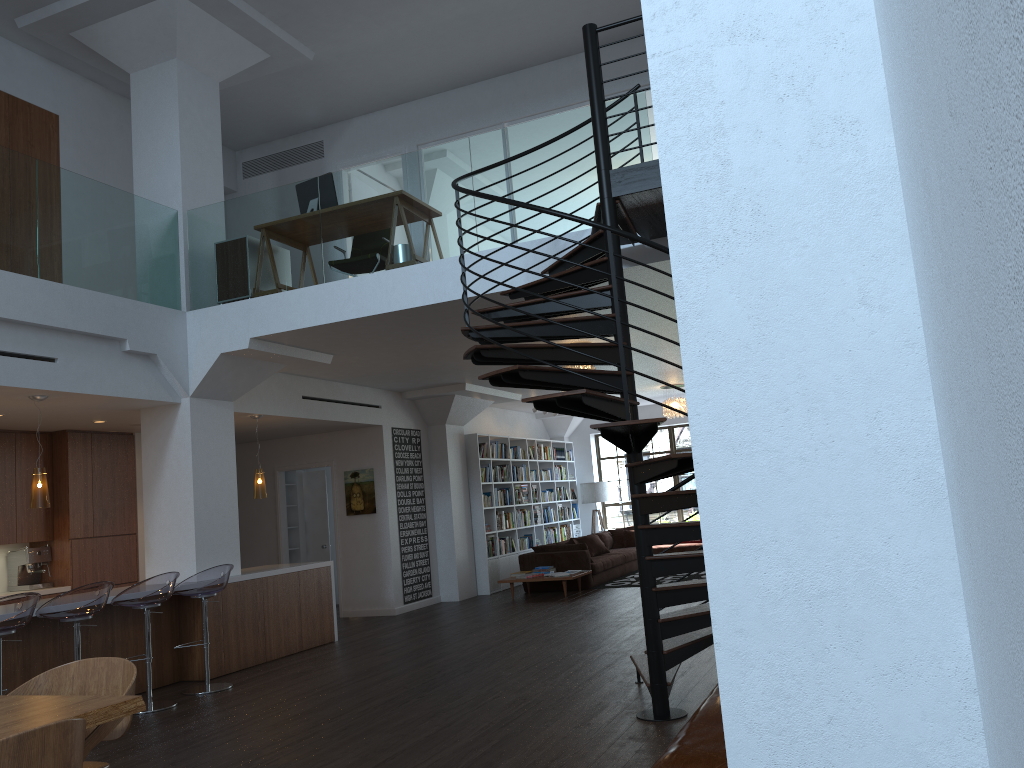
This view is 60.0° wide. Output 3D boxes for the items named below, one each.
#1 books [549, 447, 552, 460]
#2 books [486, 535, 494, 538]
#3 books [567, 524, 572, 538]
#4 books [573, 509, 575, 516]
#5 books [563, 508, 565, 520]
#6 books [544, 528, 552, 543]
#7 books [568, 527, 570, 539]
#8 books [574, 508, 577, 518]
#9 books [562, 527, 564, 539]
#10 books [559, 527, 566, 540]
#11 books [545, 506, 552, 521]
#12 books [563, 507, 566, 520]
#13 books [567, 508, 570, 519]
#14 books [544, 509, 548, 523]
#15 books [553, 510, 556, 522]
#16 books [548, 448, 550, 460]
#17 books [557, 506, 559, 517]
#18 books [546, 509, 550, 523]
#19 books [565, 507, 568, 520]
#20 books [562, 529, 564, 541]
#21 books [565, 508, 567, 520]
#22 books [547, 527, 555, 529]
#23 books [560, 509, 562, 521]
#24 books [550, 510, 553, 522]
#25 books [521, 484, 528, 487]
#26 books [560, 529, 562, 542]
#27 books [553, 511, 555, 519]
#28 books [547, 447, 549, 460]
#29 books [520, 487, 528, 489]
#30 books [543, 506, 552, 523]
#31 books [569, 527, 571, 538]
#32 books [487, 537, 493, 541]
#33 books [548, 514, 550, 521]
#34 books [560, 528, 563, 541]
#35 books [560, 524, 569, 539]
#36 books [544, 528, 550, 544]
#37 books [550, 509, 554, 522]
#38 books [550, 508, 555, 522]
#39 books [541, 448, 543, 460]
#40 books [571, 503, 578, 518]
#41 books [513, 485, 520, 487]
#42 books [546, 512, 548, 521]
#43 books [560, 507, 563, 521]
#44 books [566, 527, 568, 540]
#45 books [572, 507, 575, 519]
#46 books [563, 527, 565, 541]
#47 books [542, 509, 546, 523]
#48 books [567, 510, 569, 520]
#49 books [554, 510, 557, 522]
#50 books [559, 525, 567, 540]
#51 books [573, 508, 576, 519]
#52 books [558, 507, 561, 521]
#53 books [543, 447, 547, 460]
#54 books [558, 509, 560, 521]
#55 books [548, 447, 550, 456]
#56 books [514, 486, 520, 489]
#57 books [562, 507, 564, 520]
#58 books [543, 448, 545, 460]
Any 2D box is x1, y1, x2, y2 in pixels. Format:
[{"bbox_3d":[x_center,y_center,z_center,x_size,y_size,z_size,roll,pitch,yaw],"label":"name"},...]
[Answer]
[{"bbox_3d":[0.636,1.301,16.467,0.183,0.253,0.034,-8,-8,22],"label":"books"},{"bbox_3d":[-0.402,2.332,13.551,0.223,0.027,0.161,-10,-9,31],"label":"books"},{"bbox_3d":[1.059,2.835,16.987,0.176,0.290,0.053,-8,-8,22],"label":"books"},{"bbox_3d":[1.135,2.519,17.256,0.161,0.218,0.101,-8,-8,22],"label":"books"},{"bbox_3d":[0.897,2.465,16.753,0.168,0.231,0.045,-8,-8,22],"label":"books"},{"bbox_3d":[0.615,2.730,15.915,0.176,0.290,0.053,-8,-8,21],"label":"books"},{"bbox_3d":[1.010,2.848,16.865,0.159,0.241,0.038,-8,-8,22],"label":"books"},{"bbox_3d":[1.169,2.532,17.337,0.161,0.213,0.146,-8,-8,22],"label":"books"},{"bbox_3d":[0.870,2.808,16.525,0.183,0.253,0.036,-8,-8,22],"label":"books"},{"bbox_3d":[0.916,2.817,16.624,0.183,0.253,0.037,-8,-8,22],"label":"books"},{"bbox_3d":[0.619,2.366,16.062,0.176,0.293,0.125,-8,-8,22],"label":"books"},{"bbox_3d":[0.928,2.456,16.787,0.183,0.253,0.042,-8,-8,22],"label":"books"},{"bbox_3d":[1.016,2.489,16.991,0.168,0.228,0.139,-8,-8,22],"label":"books"},{"bbox_3d":[0.531,2.366,15.823,0.174,0.243,0.085,-8,-8,22],"label":"books"},{"bbox_3d":[0.714,2.419,16.252,0.161,0.222,0.084,-8,-8,22],"label":"books"},{"bbox_3d":[0.601,1.304,16.411,0.174,0.240,0.045,-8,-8,22],"label":"books"},{"bbox_3d":[0.760,2.406,16.426,0.198,0.284,0.046,-8,-8,22],"label":"books"},{"bbox_3d":[0.568,2.369,15.902,0.182,0.253,0.098,-8,-8,22],"label":"books"},{"bbox_3d":[0.967,2.466,16.880,0.160,0.251,0.039,-8,-8,22],"label":"books"},{"bbox_3d":[0.860,2.804,16.490,0.183,0.253,0.037,-8,-8,22],"label":"books"},{"bbox_3d":[0.960,2.476,16.843,0.161,0.223,0.032,-8,-8,22],"label":"books"},{"bbox_3d":[0.718,2.755,16.167,0.176,0.290,0.036,-8,-8,21],"label":"books"},{"bbox_3d":[0.852,2.449,16.576,0.161,0.223,0.030,-8,-8,22],"label":"books"},{"bbox_3d":[0.642,2.406,16.105,0.161,0.222,0.084,-8,-8,22],"label":"books"},{"bbox_3d":[0.163,1.743,15.179,0.129,0.043,0.185,-11,-10,36],"label":"books"},{"bbox_3d":[0.826,2.810,16.425,0.168,0.231,0.040,-8,-8,22],"label":"books"},{"bbox_3d":[0.693,2.405,16.228,0.159,0.248,0.089,-8,-8,22],"label":"books"},{"bbox_3d":[0.583,1.290,16.341,0.183,0.253,0.034,-8,-8,22],"label":"books"},{"bbox_3d":[0.161,1.778,15.181,0.144,0.024,0.208,-9,-9,27],"label":"books"},{"bbox_3d":[0.591,2.362,16.006,0.197,0.290,0.136,-8,-8,22],"label":"books"},{"bbox_3d":[1.031,2.849,16.907,0.171,0.246,0.057,-8,-8,22],"label":"books"},{"bbox_3d":[-0.398,2.371,13.570,0.174,0.045,0.240,-7,-8,12],"label":"books"},{"bbox_3d":[0.588,2.391,15.962,0.161,0.222,0.083,-8,-8,22],"label":"books"},{"bbox_3d":[0.842,2.802,16.459,0.183,0.253,0.036,-8,-8,22],"label":"books"},{"bbox_3d":[0.993,2.809,16.779,0.140,0.298,0.044,-8,-8,22],"label":"books"},{"bbox_3d":[0.565,2.724,15.817,0.198,0.284,0.066,-8,-8,21],"label":"books"},{"bbox_3d":[0.660,2.397,16.137,0.174,0.242,0.105,-8,-8,22],"label":"books"},{"bbox_3d":[0.677,2.399,16.188,0.170,0.251,0.118,-8,-8,22],"label":"books"},{"bbox_3d":[0.470,1.280,16.082,0.161,0.223,0.027,-8,-8,22],"label":"books"},{"bbox_3d":[1.206,2.500,17.435,0.176,0.290,0.053,-8,-8,22],"label":"books"},{"bbox_3d":[0.009,1.700,14.779,0.223,0.027,0.161,-10,-9,31],"label":"books"},{"bbox_3d":[0.539,2.365,15.863,0.182,0.255,0.077,-8,-8,22],"label":"books"},{"bbox_3d":[0.851,2.441,16.615,0.183,0.253,0.039,-8,-8,22],"label":"books"},{"bbox_3d":[0.959,2.832,16.735,0.189,0.247,0.057,-8,-8,22],"label":"books"},{"bbox_3d":[1.116,2.504,17.199,0.172,0.235,0.112,-8,-8,22],"label":"books"},{"bbox_3d":[0.901,2.816,16.596,0.160,0.250,0.027,-8,-8,22],"label":"books"},{"bbox_3d":[0.489,2.351,15.731,0.182,0.255,0.077,-8,-8,22],"label":"books"},{"bbox_3d":[0.989,2.491,16.907,0.161,0.221,0.035,-8,-8,21],"label":"books"},{"bbox_3d":[0.725,2.425,16.284,0.161,0.218,0.101,-8,-8,22],"label":"books"},{"bbox_3d":[0.922,2.809,16.686,0.198,0.284,0.066,-8,-8,22],"label":"books"},{"bbox_3d":[1.155,2.525,17.289,0.161,0.213,0.118,-8,-8,22],"label":"books"},{"bbox_3d":[0.820,2.428,16.515,0.174,0.251,0.051,-8,-8,22],"label":"books"},{"bbox_3d":[0.537,1.283,16.236,0.171,0.246,0.057,-8,-8,22],"label":"books"},{"bbox_3d":[0.805,2.440,16.476,0.161,0.223,0.030,-8,-8,22],"label":"books"},{"bbox_3d":[0.622,1.301,16.440,0.160,0.250,0.026,-8,-8,22],"label":"books"},{"bbox_3d":[0.014,1.739,14.798,0.174,0.045,0.240,-8,-8,21],"label":"books"},{"bbox_3d":[0.881,2.448,16.677,0.171,0.246,0.036,-8,-8,22],"label":"books"},{"bbox_3d":[0.497,1.284,16.197,0.174,0.240,0.045,-8,-8,22],"label":"books"}]
